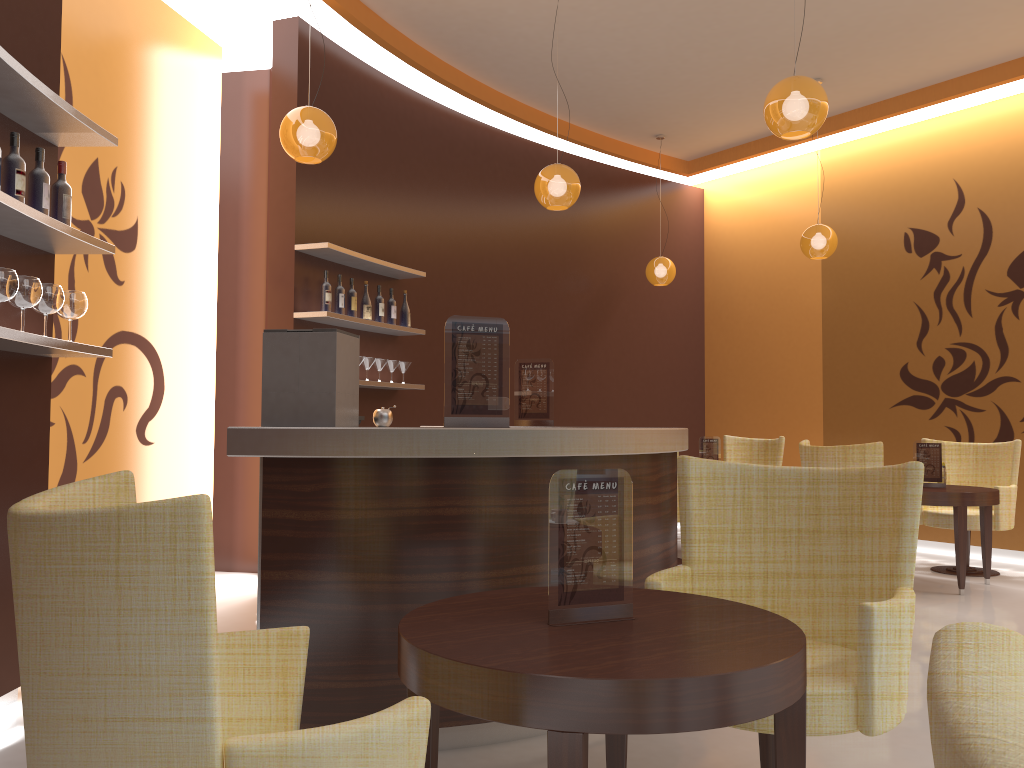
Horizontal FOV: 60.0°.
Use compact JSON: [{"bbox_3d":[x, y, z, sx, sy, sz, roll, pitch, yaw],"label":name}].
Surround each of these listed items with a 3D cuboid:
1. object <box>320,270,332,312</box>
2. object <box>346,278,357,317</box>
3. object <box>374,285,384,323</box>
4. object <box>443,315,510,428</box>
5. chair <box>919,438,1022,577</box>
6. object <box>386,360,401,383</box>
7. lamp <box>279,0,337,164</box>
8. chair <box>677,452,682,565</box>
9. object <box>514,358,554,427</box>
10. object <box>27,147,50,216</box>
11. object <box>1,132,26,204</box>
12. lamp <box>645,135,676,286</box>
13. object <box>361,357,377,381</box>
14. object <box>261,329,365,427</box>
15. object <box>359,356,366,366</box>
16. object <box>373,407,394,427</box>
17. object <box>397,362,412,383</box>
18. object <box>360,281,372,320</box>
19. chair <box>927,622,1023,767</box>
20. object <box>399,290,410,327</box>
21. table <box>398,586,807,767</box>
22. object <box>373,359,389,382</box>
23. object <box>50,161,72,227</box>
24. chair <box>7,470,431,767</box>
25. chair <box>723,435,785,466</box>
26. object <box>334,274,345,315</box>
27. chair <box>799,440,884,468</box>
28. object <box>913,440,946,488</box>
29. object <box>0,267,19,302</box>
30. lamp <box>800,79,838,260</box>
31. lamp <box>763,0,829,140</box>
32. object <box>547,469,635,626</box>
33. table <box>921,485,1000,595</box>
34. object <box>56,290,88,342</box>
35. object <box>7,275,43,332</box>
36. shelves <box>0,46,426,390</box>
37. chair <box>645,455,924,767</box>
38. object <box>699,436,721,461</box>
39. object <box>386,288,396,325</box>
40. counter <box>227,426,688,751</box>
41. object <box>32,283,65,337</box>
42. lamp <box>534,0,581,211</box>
[{"bbox_3d":[-1.235,-0.605,5.886,0.073,0.297,0.073,0,-3,1],"label":"object"},{"bbox_3d":[-1.119,-0.591,6.192,0.073,0.297,0.073,2,-3,-39],"label":"object"},{"bbox_3d":[-0.974,-0.576,6.505,0.073,0.297,0.073,0,-3,1],"label":"object"},{"bbox_3d":[-0.129,-0.045,3.301,0.258,0.414,0.052,1,-3,-23],"label":"object"},{"bbox_3d":[3.519,0.935,6.870,0.729,1.017,0.685,-2,-3,42],"label":"chair"},{"bbox_3d":[-0.901,-0.086,6.648,0.137,0.174,0.137,1,-3,-11],"label":"object"},{"bbox_3d":[-1.073,-1.931,4.721,0.299,1.500,0.299,1,-3,-18],"label":"lamp"},{"bbox_3d":[1.153,0.940,7.242,0.685,1.017,0.729,2,-3,-39],"label":"chair"},{"bbox_3d":[0.134,0.052,5.407,0.258,0.414,0.052,-1,-3,22],"label":"object"},{"bbox_3d":[-1.751,-0.726,3.283,0.073,0.297,0.073,2,-3,-39],"label":"object"},{"bbox_3d":[-1.746,-0.734,3.108,0.073,0.297,0.073,2,-3,-27],"label":"object"},{"bbox_3d":[1.480,-1.731,8.835,0.299,1.500,0.299,2,-3,-36],"label":"lamp"},{"bbox_3d":[-1.040,-0.099,6.371,0.137,0.174,0.137,-1,-3,29],"label":"object"},{"bbox_3d":[-0.710,-0.013,3.253,0.270,0.340,0.373,0,-3,9],"label":"object"},{"bbox_3d":[-1.097,-0.105,6.235,0.137,0.174,0.137,-1,-3,29],"label":"object"},{"bbox_3d":[-0.492,0.126,3.382,0.075,0.077,0.075,-1,-3,22],"label":"object"},{"bbox_3d":[-0.832,-0.079,6.787,0.137,0.174,0.137,-1,-3,29],"label":"object"},{"bbox_3d":[-1.050,-0.588,6.365,0.086,0.303,0.086,-2,-3,37],"label":"object"},{"bbox_3d":[0.511,0.617,0.188,0.685,1.017,0.729,2,-3,-33],"label":"chair"},{"bbox_3d":[-0.822,-0.567,6.803,0.086,0.303,0.086,1,-3,-22],"label":"object"},{"bbox_3d":[0.186,0.864,1.939,0.872,0.679,0.874,0,-3,10],"label":"table"},{"bbox_3d":[-0.973,-0.092,6.509,0.137,0.174,0.137,-1,-3,29],"label":"object"},{"bbox_3d":[-1.752,-0.718,3.447,0.073,0.297,0.073,2,-3,-27],"label":"object"},{"bbox_3d":[-0.489,0.672,1.526,0.685,1.017,0.729,2,-3,-29],"label":"chair"},{"bbox_3d":[2.212,0.999,8.437,0.685,1.017,0.729,2,-3,-37],"label":"chair"},{"bbox_3d":[-1.176,-0.597,6.046,0.073,0.297,0.073,0,-3,1],"label":"object"},{"bbox_3d":[2.283,0.883,5.856,0.685,1.017,0.729,1,-3,-19],"label":"chair"},{"bbox_3d":[2.392,0.601,7.077,0.187,0.335,2.090,2,-3,-40],"label":"object"},{"bbox_3d":[-1.743,-0.278,3.005,0.125,0.221,0.125,1,-3,-12],"label":"object"},{"bbox_3d":[2.548,-1.791,7.388,0.299,1.500,0.299,0,-3,6],"label":"lamp"},{"bbox_3d":[1.363,-1.938,4.281,0.299,1.500,0.299,-1,-3,32],"label":"lamp"},{"bbox_3d":[0.177,0.358,1.973,0.209,0.335,0.042,1,-3,-23],"label":"object"},{"bbox_3d":[2.963,1.076,6.291,0.872,0.679,0.874,1,-3,-5],"label":"table"},{"bbox_3d":[-1.749,-0.256,3.512,0.125,0.221,0.125,1,-3,-12],"label":"object"},{"bbox_3d":[-1.750,-0.271,3.173,0.125,0.221,0.125,1,-3,-12],"label":"object"},{"bbox_3d":[-1.381,-0.511,4.613,0.586,0.902,4.744,0,-3,11],"label":"shelves"},{"bbox_3d":[0.765,0.724,2.518,0.729,1.017,0.685,-1,-3,32],"label":"chair"},{"bbox_3d":[1.750,0.632,7.840,0.209,0.335,0.042,1,-3,-13],"label":"object"},{"bbox_3d":[-0.904,-0.569,6.647,0.073,0.297,0.073,0,-3,1],"label":"object"},{"bbox_3d":[0.042,0.758,4.267,1.586,1.100,2.917,0,-3,9],"label":"counter"},{"bbox_3d":[-1.758,-0.263,3.343,0.125,0.221,0.125,1,-3,-12],"label":"object"},{"bbox_3d":[0.295,-1.878,5.728,0.299,1.500,0.299,1,-3,-18],"label":"lamp"}]
